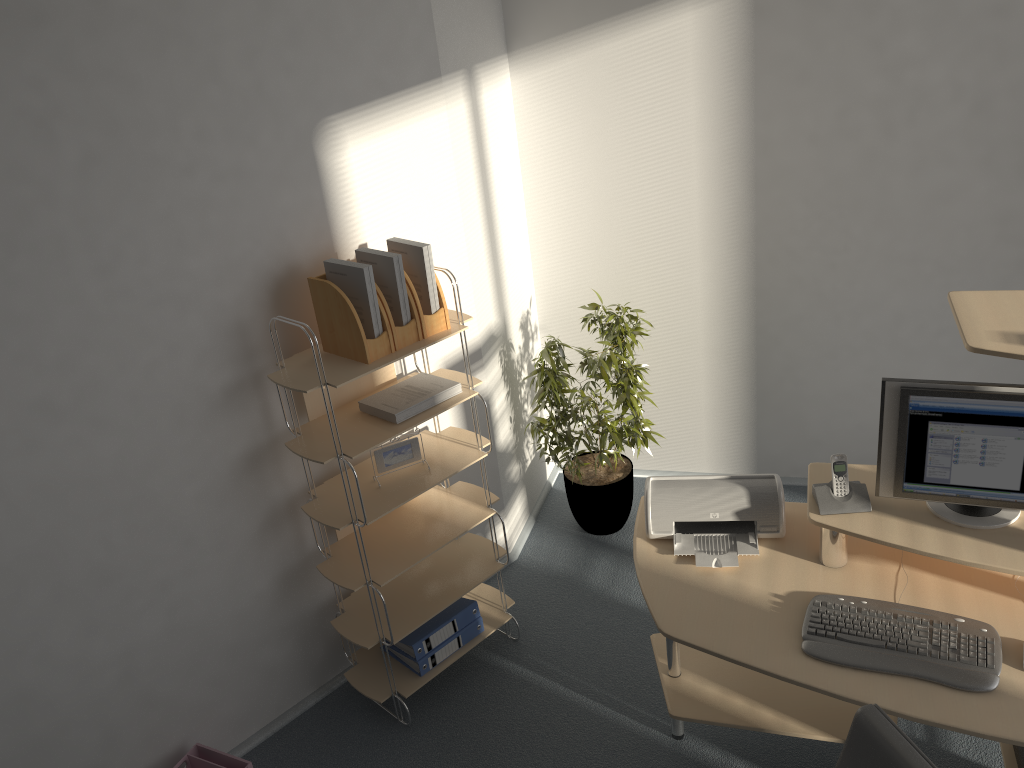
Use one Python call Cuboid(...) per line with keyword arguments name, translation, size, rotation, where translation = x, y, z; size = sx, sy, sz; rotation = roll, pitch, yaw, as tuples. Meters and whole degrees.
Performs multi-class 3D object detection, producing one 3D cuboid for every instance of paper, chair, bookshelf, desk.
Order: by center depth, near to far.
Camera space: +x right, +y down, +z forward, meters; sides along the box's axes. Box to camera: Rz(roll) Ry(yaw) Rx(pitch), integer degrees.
Cuboid(name="chair", translation=(0.547, 1.264, 1.690), size=(0.652, 1.048, 0.584), rotation=(-13, 25, -13))
Cuboid(name="desk", translation=(1.009, 0.562, 2.473), size=(1.469, 1.566, 0.967), rotation=(1, 26, 19))
Cuboid(name="paper", translation=(-0.511, -0.250, 2.886), size=(0.213, 0.297, 0.045), rotation=(15, 33, 41))
Cuboid(name="paper", translation=(-0.426, -0.296, 2.963), size=(0.045, 0.297, 0.213), rotation=(-28, 31, -37))
Cuboid(name="paper", translation=(-0.334, -0.340, 3.034), size=(0.045, 0.297, 0.213), rotation=(-26, 30, -35))
Cuboid(name="paper", translation=(-0.357, 0.045, 3.117), size=(0.213, 0.046, 0.297), rotation=(17, 34, 42))
Cuboid(name="bookshelf", translation=(-0.389, 0.409, 3.218), size=(0.381, 1.572, 0.724), rotation=(17, 34, 43))

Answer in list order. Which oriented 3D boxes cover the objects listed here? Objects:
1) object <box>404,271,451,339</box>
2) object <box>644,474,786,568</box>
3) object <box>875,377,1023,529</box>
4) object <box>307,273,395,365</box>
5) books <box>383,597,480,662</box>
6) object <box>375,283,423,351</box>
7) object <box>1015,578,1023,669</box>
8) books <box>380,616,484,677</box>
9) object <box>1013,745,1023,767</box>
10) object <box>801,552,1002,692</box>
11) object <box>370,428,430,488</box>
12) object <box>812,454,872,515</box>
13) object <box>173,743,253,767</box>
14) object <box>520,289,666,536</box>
Cuboid(name="object", translation=(-0.346, -0.315, 3.030), size=(0.113, 0.259, 0.243), rotation=(-26, 30, -35))
Cuboid(name="object", translation=(0.641, 0.422, 2.812), size=(0.438, 0.162, 0.351), rotation=(-2, 25, 11))
Cuboid(name="object", translation=(1.319, 0.165, 2.482), size=(0.516, 0.418, 0.245), rotation=(9, 29, 32))
Cuboid(name="object", translation=(-0.522, -0.224, 2.880), size=(0.243, 0.259, 0.113), rotation=(15, 33, 41))
Cuboid(name="books", translation=(-0.329, 0.916, 3.435), size=(0.320, 0.100, 0.263), rotation=(-27, 31, -37))
Cuboid(name="object", translation=(-0.437, -0.270, 2.957), size=(0.113, 0.259, 0.243), rotation=(-28, 31, -37))
Cuboid(name="object", translation=(1.463, 0.567, 2.471), size=(0.168, 0.088, 0.742), rotation=(2, 26, 21))
Cuboid(name="books", translation=(-0.315, 0.968, 3.451), size=(0.320, 0.072, 0.262), rotation=(-27, 31, -37))
Cuboid(name="object", translation=(1.536, 0.996, 2.416), size=(0.199, 0.422, 0.471), rotation=(1, 26, 19))
Cuboid(name="object", translation=(1.131, 0.575, 2.555), size=(0.478, 0.082, 0.814), rotation=(5, 27, 25))
Cuboid(name="object", translation=(-0.401, 0.253, 3.123), size=(0.192, 0.161, 0.077), rotation=(-18, 26, -22))
Cuboid(name="object", translation=(0.977, 0.289, 2.634), size=(0.150, 0.151, 0.119), rotation=(-5, 24, 6))
Cuboid(name="object", translation=(-0.999, 1.371, 2.957), size=(0.245, 0.202, 0.185), rotation=(5, 27, 26))
Cuboid(name="object", translation=(0.398, 0.166, 4.052), size=(0.644, 1.147, 0.544), rotation=(-27, 31, -37))
